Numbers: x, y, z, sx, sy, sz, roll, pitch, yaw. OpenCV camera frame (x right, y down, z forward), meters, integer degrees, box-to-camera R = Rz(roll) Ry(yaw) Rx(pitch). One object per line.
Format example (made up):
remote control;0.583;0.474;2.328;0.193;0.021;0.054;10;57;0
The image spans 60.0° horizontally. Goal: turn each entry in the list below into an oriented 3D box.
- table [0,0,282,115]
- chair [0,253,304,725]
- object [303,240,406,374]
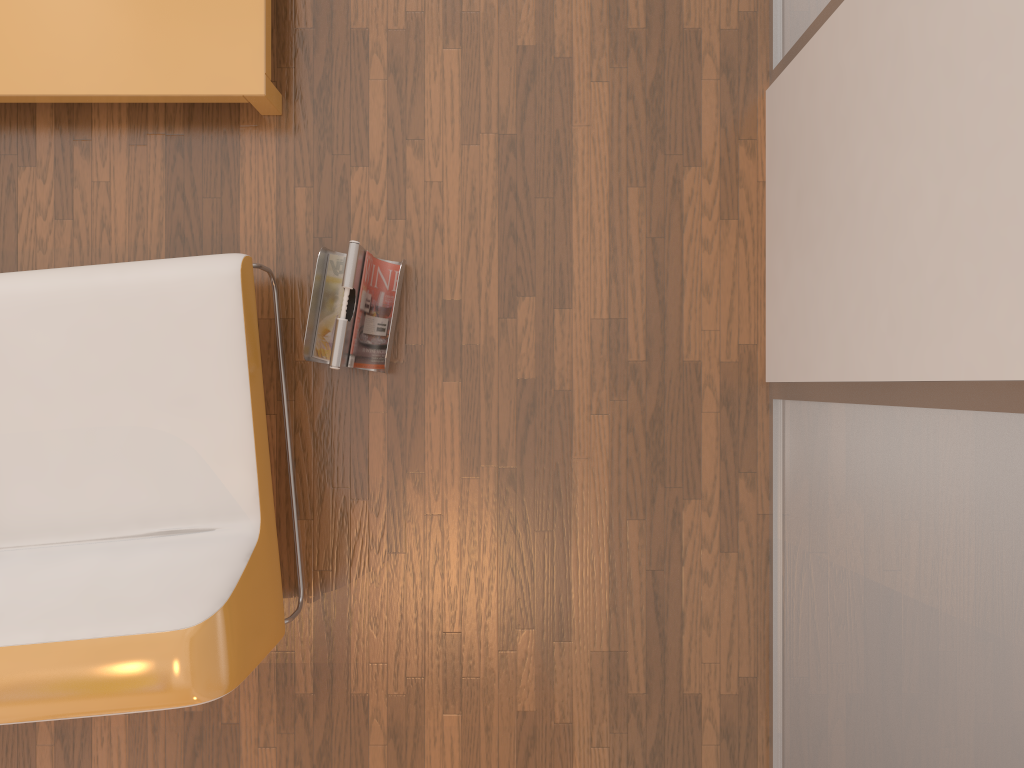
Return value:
table;-1.052;-1.145;2.054;1.000;0.150;1.000;0;90;0
chair;-0.970;0.172;1.799;0.923;0.661;0.825;-5;90;0
object;-0.363;-0.171;2.022;0.189;0.217;0.281;9;90;0
